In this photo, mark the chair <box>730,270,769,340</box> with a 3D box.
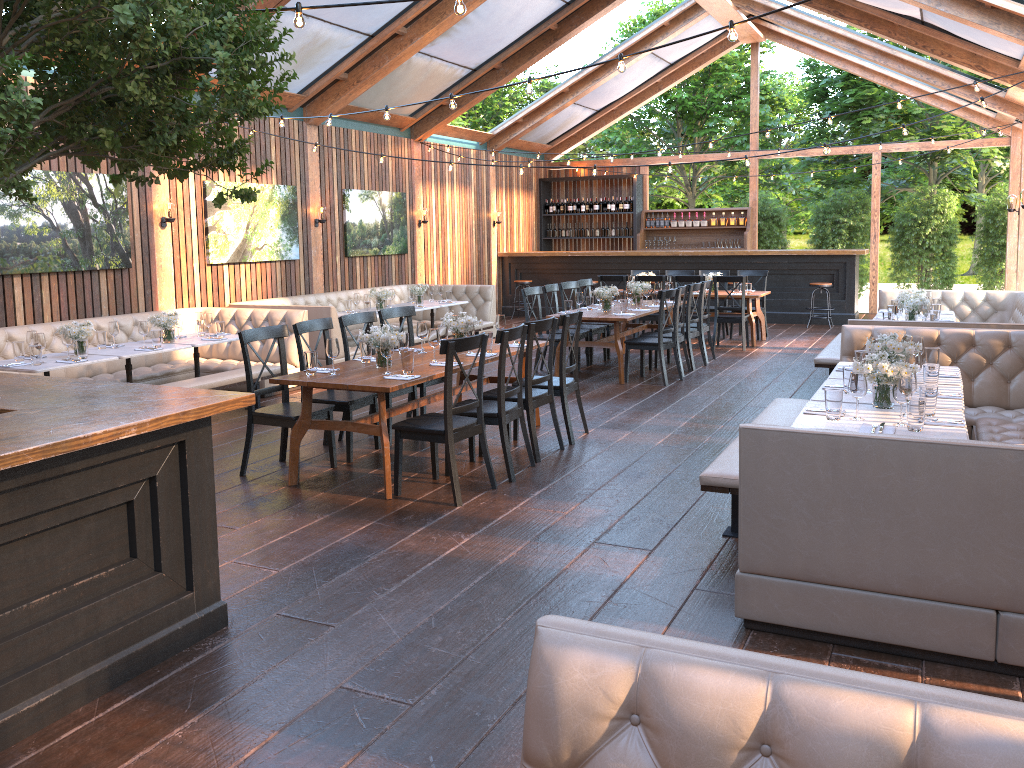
[{"bbox_3d":[3.611,-1.211,13.476,0.478,1.013,0.543,3,8,31],"label":"chair"}]

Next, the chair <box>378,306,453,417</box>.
[{"bbox_3d":[-0.844,-0.152,7.718,0.540,1.013,0.480,3,8,31],"label":"chair"}]

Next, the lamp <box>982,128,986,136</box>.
[{"bbox_3d":[7.179,-3.835,13.457,0.056,0.117,0.067,3,8,33],"label":"lamp"}]

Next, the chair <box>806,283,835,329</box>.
[{"bbox_3d":[5.139,-1.312,14.745,0.468,0.730,0.471,1,7,13],"label":"chair"}]

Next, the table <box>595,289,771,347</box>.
[{"bbox_3d":[2.557,-1.017,13.302,2.433,0.724,0.957,4,9,26],"label":"table"}]

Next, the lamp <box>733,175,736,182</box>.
[{"bbox_3d":[4.203,-3.883,16.712,0.059,0.118,0.057,-1,7,-1],"label":"lamp"}]

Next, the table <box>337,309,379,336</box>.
[{"bbox_3d":[-1.867,-0.584,11.382,0.799,0.667,0.804,3,9,25],"label":"table"}]

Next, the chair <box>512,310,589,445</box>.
[{"bbox_3d":[0.305,-0.077,7.160,0.540,1.013,0.481,2,7,21],"label":"chair"}]

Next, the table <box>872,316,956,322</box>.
[{"bbox_3d":[4.219,-0.341,9.327,0.799,0.667,0.804,3,9,26],"label":"table"}]

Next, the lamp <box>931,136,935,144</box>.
[{"bbox_3d":[6.444,-3.735,13.548,0.056,0.120,0.057,-1,7,4],"label":"lamp"}]

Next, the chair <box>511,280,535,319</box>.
[{"bbox_3d":[0.220,-1.632,17.136,0.468,0.730,0.470,4,8,33],"label":"chair"}]

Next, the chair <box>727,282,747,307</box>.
[{"bbox_3d":[3.910,-1.392,15.343,0.469,0.730,0.470,-7,9,-40],"label":"chair"}]

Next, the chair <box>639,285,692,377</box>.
[{"bbox_3d":[1.772,-0.628,10.242,0.540,1.013,0.480,2,7,23],"label":"chair"}]

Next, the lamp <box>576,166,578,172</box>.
[{"bbox_3d":[1.412,-4.673,19.223,0.056,0.117,0.067,0,7,12],"label":"lamp"}]

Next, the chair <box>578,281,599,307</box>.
[{"bbox_3d":[1.450,-1.552,16.538,0.468,0.730,0.471,0,7,9],"label":"chair"}]

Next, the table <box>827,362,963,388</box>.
[{"bbox_3d":[2.598,0.252,6.018,0.799,0.667,0.804,3,9,25],"label":"table"}]

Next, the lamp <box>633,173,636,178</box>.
[{"bbox_3d":[2.528,-4.297,18.238,0.056,0.118,0.062,3,8,32],"label":"lamp"}]

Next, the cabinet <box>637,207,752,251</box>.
[{"bbox_3d":[3.731,-2.558,18.200,2.277,2.079,0.497,3,7,26],"label":"cabinet"}]

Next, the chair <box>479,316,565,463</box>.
[{"bbox_3d":[0.060,0.012,6.660,0.540,1.013,0.480,3,8,29],"label":"chair"}]

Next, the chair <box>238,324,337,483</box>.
[{"bbox_3d":[-1.579,0.116,6.216,0.540,1.013,0.480,2,7,26],"label":"chair"}]

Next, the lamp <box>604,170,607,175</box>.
[{"bbox_3d":[1.974,-4.477,18.744,0.058,0.119,0.057,-3,7,-19],"label":"lamp"}]

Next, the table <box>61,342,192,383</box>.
[{"bbox_3d":[-3.487,0.009,8.073,0.799,0.667,0.804,3,9,26],"label":"table"}]

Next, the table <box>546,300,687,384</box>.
[{"bbox_3d":[1.340,-0.563,10.761,0.951,0.724,2.449,3,10,26],"label":"table"}]

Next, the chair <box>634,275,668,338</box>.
[{"bbox_3d":[2.052,-1.076,12.839,0.477,1.013,0.543,2,7,21],"label":"chair"}]

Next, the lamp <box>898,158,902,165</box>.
[{"bbox_3d":[6.418,-3.681,14.625,0.065,0.117,0.057,3,8,28],"label":"lamp"}]

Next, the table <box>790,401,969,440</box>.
[{"bbox_3d":[1.884,0.513,4.559,0.799,0.667,0.804,3,9,25],"label":"table"}]

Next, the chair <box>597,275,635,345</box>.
[{"bbox_3d":[1.549,-1.108,13.084,0.478,1.013,0.543,2,7,26],"label":"chair"}]

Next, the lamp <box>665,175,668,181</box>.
[{"bbox_3d":[3.086,-4.137,17.734,0.056,0.118,0.061,2,7,25],"label":"lamp"}]

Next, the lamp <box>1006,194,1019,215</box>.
[{"bbox_3d":[7.654,-2.736,13.523,0.178,0.318,0.147,2,7,26],"label":"lamp"}]

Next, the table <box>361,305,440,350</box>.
[{"bbox_3d":[-1.509,-0.714,12.111,0.799,0.667,0.804,3,9,26],"label":"table"}]

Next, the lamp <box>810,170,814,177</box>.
[{"bbox_3d":[5.316,-3.728,15.686,0.056,0.120,0.057,-2,7,-12],"label":"lamp"}]

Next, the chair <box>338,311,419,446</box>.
[{"bbox_3d":[-1.089,-0.063,7.218,0.540,1.013,0.480,2,7,26],"label":"chair"}]

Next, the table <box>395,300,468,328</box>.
[{"bbox_3d":[-1.152,-0.845,12.841,0.799,0.667,0.804,3,9,25],"label":"table"}]

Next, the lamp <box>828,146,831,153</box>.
[{"bbox_3d":[4.937,-3.649,13.764,0.056,0.120,0.056,5,9,42],"label":"lamp"}]

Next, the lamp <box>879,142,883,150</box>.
[{"bbox_3d":[5.693,-3.677,13.657,0.056,0.120,0.057,1,7,19],"label":"lamp"}]

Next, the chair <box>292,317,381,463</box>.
[{"bbox_3d":[-1.334,0.027,6.718,0.540,1.013,0.481,2,7,21],"label":"chair"}]

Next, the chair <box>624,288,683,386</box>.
[{"bbox_3d":[1.550,-0.536,9.722,0.540,1.013,0.480,3,8,34],"label":"chair"}]

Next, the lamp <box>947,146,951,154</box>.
[{"bbox_3d":[6.966,-3.735,14.105,0.056,0.119,0.057,3,8,34],"label":"lamp"}]

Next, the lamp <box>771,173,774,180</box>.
[{"bbox_3d":[4.768,-3.797,16.209,0.056,0.120,0.057,-2,7,-5],"label":"lamp"}]

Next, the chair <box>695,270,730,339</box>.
[{"bbox_3d":[3.108,-1.244,13.720,0.477,1.013,0.543,2,7,21],"label":"chair"}]

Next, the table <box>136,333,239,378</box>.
[{"bbox_3d":[-3.130,-0.122,8.802,0.799,0.667,0.804,3,9,25],"label":"table"}]

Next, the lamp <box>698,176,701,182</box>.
[{"bbox_3d":[3.657,-4.001,17.239,0.056,0.120,0.056,-5,8,-31],"label":"lamp"}]

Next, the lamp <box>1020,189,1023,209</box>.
[{"bbox_3d":[6.446,-2.295,11.056,0.178,0.318,0.147,2,7,26],"label":"lamp"}]

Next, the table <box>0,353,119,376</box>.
[{"bbox_3d":[-3.844,0.139,7.343,0.799,0.667,0.804,3,9,25],"label":"table"}]

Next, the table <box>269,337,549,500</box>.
[{"bbox_3d":[-0.634,0.159,6.729,0.951,0.724,2.449,3,10,26],"label":"table"}]

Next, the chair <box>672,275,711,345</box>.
[{"bbox_3d":[2.556,-1.043,12.594,0.478,1.013,0.543,2,7,26],"label":"chair"}]

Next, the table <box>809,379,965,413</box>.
[{"bbox_3d":[2.241,0.382,5.288,0.799,0.667,0.804,3,9,26],"label":"table"}]

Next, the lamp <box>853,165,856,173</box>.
[{"bbox_3d":[5.878,-3.688,15.174,0.056,0.120,0.057,-2,7,-8],"label":"lamp"}]

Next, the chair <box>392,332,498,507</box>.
[{"bbox_3d":[-0.441,0.191,5.664,0.540,1.013,0.480,3,8,31],"label":"chair"}]

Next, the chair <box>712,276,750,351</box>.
[{"bbox_3d":[3.060,-1.010,12.349,0.477,1.013,0.543,2,7,21],"label":"chair"}]

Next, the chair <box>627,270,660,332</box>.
[{"bbox_3d":[2.101,-1.310,14.210,0.477,1.013,0.543,2,7,21],"label":"chair"}]

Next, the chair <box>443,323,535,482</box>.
[{"bbox_3d":[-0.164,0.103,6.148,0.540,1.013,0.481,2,7,21],"label":"chair"}]

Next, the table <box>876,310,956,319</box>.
[{"bbox_3d":[4.576,-0.471,10.057,0.799,0.667,0.804,3,9,25],"label":"table"}]

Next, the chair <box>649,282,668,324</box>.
[{"bbox_3d":[2.680,-1.472,15.940,0.468,0.730,0.471,-1,7,2],"label":"chair"}]

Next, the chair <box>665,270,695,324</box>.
[{"bbox_3d":[2.604,-1.277,13.965,0.478,1.013,0.543,2,7,26],"label":"chair"}]
